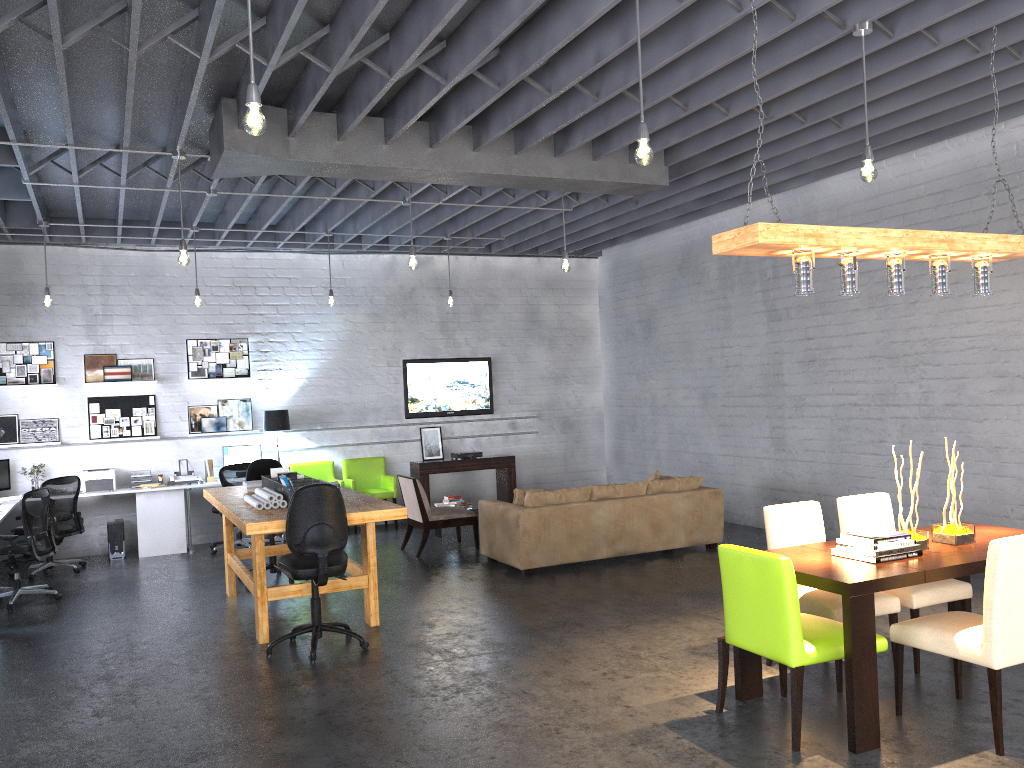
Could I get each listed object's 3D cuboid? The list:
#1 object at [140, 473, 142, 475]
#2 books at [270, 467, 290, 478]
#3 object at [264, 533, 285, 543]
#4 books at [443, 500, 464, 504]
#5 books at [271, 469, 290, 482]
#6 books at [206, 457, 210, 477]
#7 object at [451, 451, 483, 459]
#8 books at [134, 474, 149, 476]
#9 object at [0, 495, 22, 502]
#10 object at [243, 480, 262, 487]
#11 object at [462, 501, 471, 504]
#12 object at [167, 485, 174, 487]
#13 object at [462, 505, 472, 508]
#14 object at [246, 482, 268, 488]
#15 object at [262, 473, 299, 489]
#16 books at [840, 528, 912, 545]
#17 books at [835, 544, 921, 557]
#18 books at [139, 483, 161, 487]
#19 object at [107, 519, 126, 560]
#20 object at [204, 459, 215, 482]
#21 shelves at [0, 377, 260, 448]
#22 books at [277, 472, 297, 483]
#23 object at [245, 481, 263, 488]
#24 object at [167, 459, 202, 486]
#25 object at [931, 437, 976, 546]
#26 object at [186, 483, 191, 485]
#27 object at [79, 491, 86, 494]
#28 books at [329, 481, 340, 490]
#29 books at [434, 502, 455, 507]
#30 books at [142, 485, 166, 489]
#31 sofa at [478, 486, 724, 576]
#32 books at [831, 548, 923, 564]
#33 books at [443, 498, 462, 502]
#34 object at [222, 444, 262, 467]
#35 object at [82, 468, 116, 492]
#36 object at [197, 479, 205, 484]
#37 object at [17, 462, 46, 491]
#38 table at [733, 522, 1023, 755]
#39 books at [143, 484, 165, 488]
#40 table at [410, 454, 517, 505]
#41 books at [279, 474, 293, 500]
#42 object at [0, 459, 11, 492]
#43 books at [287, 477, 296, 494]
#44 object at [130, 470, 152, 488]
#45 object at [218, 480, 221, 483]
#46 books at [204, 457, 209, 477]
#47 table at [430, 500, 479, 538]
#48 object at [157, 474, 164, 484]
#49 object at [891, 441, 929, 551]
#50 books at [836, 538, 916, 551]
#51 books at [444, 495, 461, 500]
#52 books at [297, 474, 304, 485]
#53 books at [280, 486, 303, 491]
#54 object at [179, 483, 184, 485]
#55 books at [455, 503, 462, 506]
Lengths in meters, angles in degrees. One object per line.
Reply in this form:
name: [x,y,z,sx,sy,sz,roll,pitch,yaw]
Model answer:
object: [-4.431,1.074,10.579,0.011,0.010,0.126,-3,0,-16]
books: [-2.031,0.843,7.799,0.171,0.210,0.046,-3,0,-25]
object: [-2.962,1.739,11.015,0.180,0.411,0.476,-3,0,-25]
books: [-0.747,1.503,11.300,0.223,0.026,0.161,-3,-1,35]
books: [-2.020,0.849,7.769,0.158,0.200,0.082,-3,0,-25]
books: [-3.729,1.042,10.868,0.043,0.296,0.210,-3,0,-25]
object: [-0.628,0.988,12.278,0.370,0.082,0.266,-2,0,-25]
books: [-4.430,1.083,10.578,0.134,0.008,0.203,-2,-1,-41]
object: [-5.490,1.248,9.634,0.181,0.028,0.422,-3,0,25]
object: [-2.163,0.885,8.023,0.519,0.047,0.046,-2,0,-25]
object: [-0.590,1.520,11.413,0.151,0.040,0.151,-3,0,-7]
object: [-4.011,1.198,10.402,0.008,0.007,0.141,-3,0,10]
object: [-0.559,1.520,11.039,0.137,0.031,0.137,-3,0,1]
object: [-2.082,0.880,7.846,0.519,0.047,0.046,-2,0,-27]
object: [-1.981,0.869,7.672,0.316,0.156,0.306,-2,0,-25]
books: [1.889,0.792,4.609,0.251,0.030,0.236,-2,0,-23]
books: [1.896,0.846,4.599,0.315,0.026,0.270,-2,0,-24]
books: [-4.207,1.174,10.315,0.211,0.014,0.148,-3,0,-10]
object: [-4.617,1.809,10.343,0.180,0.411,0.476,-3,0,-25]
object: [-3.710,1.062,10.877,0.087,0.259,0.236,-3,0,-25]
shelves: [-4.599,0.321,10.591,3.023,0.694,0.199,-2,0,-25]
books: [-1.840,0.829,7.260,0.157,0.214,0.063,-3,0,-25]
object: [-2.105,0.881,7.896,0.519,0.047,0.046,-2,0,-25]
object: [-3.988,1.063,10.756,0.405,0.280,0.399,-3,0,-25]
object: [2.428,0.580,4.881,0.180,0.583,0.156,-3,1,-25]
object: [-3.834,1.186,10.506,0.076,0.016,0.017,-3,0,25]
object: [-4.905,1.229,10.049,0.103,0.021,0.131,-2,-1,-45]
books: [-1.637,0.899,7.757,0.244,0.067,0.298,-2,0,-15]
books: [-0.833,1.489,10.953,0.223,0.027,0.161,-2,0,-15]
books: [-4.173,1.201,10.346,0.148,0.014,0.211,-3,-1,30]
sofa: [0.915,1.440,9.121,2.329,0.628,1.104,-2,0,-25]
books: [1.893,0.877,4.610,0.324,0.035,0.306,-2,0,-25]
books: [-0.759,1.478,11.299,0.208,0.024,0.144,-2,-1,-40]
object: [-3.355,0.968,11.040,0.465,0.417,0.212,-3,0,-20]
object: [-4.830,1.121,10.381,0.351,0.235,0.351,-3,0,-25]
object: [-3.712,1.164,10.578,0.095,0.050,0.095,-3,0,34]
object: [-5.459,1.083,10.130,0.271,0.363,0.297,-3,0,20]
table: [2.188,1.273,4.788,1.799,0.780,0.854,-2,0,-25]
books: [-4.184,1.188,10.329,0.148,0.014,0.211,-3,-1,40]
table: [-0.661,1.440,12.269,1.410,0.820,0.404,-3,0,-25]
books: [-1.709,0.809,6.773,0.108,0.234,0.166,-3,0,-25]
object: [-5.800,1.064,9.780,0.147,0.427,0.559,-3,0,12]
books: [-1.672,0.820,6.774,0.097,0.209,0.158,-3,0,-25]
object: [-4.420,1.131,10.564,0.229,0.180,0.316,-3,0,-25]
object: [-3.328,1.159,10.734,0.422,0.028,0.181,-2,0,-30]
books: [-3.735,1.043,10.861,0.036,0.296,0.210,-3,0,-25]
table: [-0.621,1.690,11.189,0.873,0.300,0.873,-2,0,-21]
object: [-4.238,1.152,10.693,0.093,0.116,0.067,-3,0,-25]
object: [2.106,0.594,4.733,0.156,0.583,0.185,-3,0,-25]
books: [1.890,0.820,4.610,0.282,0.026,0.266,-2,0,-22]
books: [-0.758,1.446,11.291,0.185,0.041,0.129,-2,0,-30]
books: [-1.790,0.841,7.316,0.143,0.188,0.061,-3,0,-25]
books: [-1.732,0.841,7.112,0.185,0.027,0.232,-3,-1,37]
object: [-3.921,1.191,10.519,0.011,0.011,0.125,-3,0,14]
books: [-0.772,1.532,11.294,0.223,0.032,0.161,-2,-1,-45]
